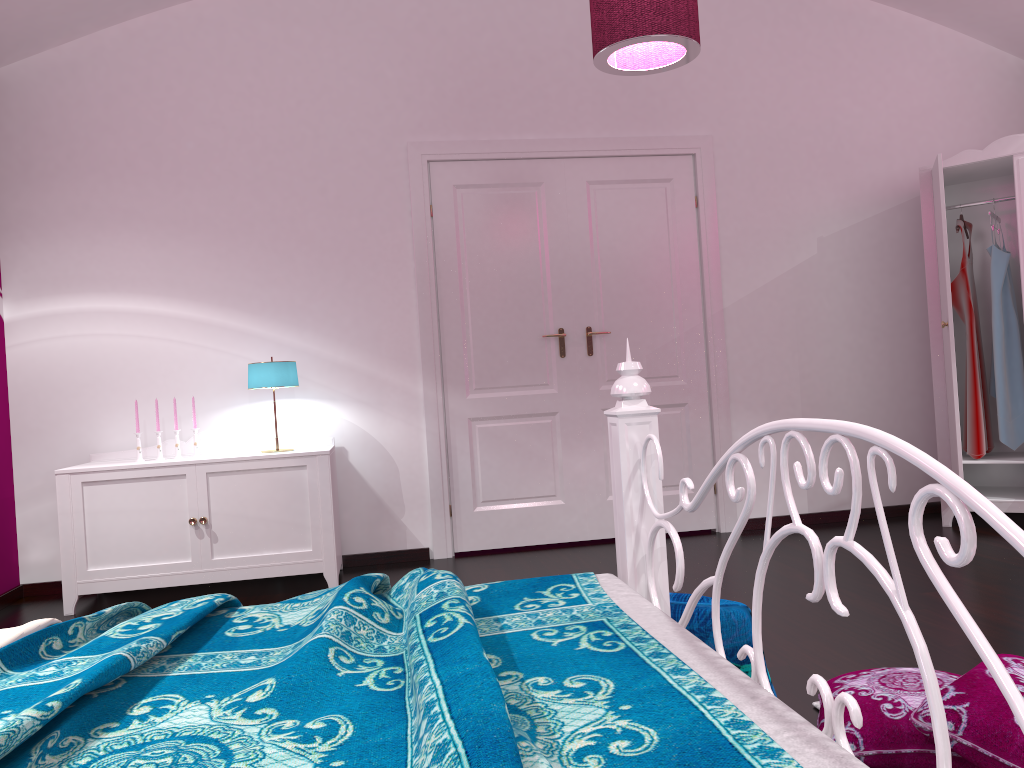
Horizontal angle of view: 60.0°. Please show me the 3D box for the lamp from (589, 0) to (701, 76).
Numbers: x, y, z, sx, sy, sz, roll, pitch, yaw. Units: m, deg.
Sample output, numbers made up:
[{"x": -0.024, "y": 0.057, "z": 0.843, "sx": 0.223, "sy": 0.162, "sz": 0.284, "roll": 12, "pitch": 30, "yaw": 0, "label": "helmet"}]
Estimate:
[{"x": 0.589, "y": -1.738, "z": 2.160, "sx": 0.377, "sy": 1.129, "sz": 2.377, "roll": -4, "pitch": 0, "yaw": -9, "label": "lamp"}]

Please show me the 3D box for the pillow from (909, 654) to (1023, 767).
[{"x": 1.038, "y": 0.656, "z": 1.670, "sx": 0.425, "sy": 0.224, "sz": 0.391, "roll": -3, "pitch": 0, "yaw": -40, "label": "pillow"}]

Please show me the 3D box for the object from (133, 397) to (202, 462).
[{"x": -1.575, "y": 0.201, "z": 4.046, "sx": 0.285, "sy": 0.284, "sz": 0.043, "roll": -4, "pitch": 0, "yaw": -20, "label": "object"}]

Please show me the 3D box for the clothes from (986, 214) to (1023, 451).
[{"x": 2.519, "y": -0.267, "z": 4.505, "sx": 0.180, "sy": 1.199, "sz": 0.191, "roll": -4, "pitch": 0, "yaw": 15, "label": "clothes"}]

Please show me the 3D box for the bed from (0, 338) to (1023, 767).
[{"x": -0.680, "y": 0.312, "z": 0.891, "sx": 2.317, "sy": 1.143, "sz": 2.167, "roll": -4, "pitch": 0, "yaw": -9, "label": "bed"}]

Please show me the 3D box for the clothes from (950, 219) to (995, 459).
[{"x": 2.349, "y": -0.242, "z": 4.600, "sx": 0.173, "sy": 1.237, "sz": 0.315, "roll": -4, "pitch": 0, "yaw": 39, "label": "clothes"}]

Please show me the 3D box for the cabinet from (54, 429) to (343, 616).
[{"x": -1.386, "y": 0.580, "z": 4.054, "sx": 1.142, "sy": 0.734, "sz": 0.506, "roll": -4, "pitch": 0, "yaw": -9, "label": "cabinet"}]

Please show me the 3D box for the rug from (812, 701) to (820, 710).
[{"x": 1.590, "y": 0.736, "z": 1.269, "sx": 1.400, "sy": 0.018, "sz": 2.100, "roll": -4, "pitch": 0, "yaw": -9, "label": "rug"}]

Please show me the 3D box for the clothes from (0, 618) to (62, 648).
[{"x": -1.024, "y": 0.596, "z": 1.253, "sx": 0.553, "sy": 0.376, "sz": 1.036, "roll": -4, "pitch": 0, "yaw": -14, "label": "clothes"}]

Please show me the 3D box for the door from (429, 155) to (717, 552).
[{"x": 0.337, "y": -0.182, "z": 4.628, "sx": 1.405, "sy": 2.001, "sz": 0.098, "roll": -4, "pitch": 0, "yaw": -9, "label": "door"}]

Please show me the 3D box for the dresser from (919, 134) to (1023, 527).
[{"x": 2.505, "y": -0.250, "z": 4.310, "sx": 0.842, "sy": 1.893, "sz": 0.875, "roll": -4, "pitch": 0, "yaw": 36, "label": "dresser"}]

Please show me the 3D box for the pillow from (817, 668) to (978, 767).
[{"x": 0.869, "y": 0.712, "z": 1.919, "sx": 0.429, "sy": 0.142, "sz": 0.400, "roll": -4, "pitch": 0, "yaw": 16, "label": "pillow"}]

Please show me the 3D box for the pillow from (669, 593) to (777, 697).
[{"x": 0.396, "y": 0.645, "z": 2.059, "sx": 0.402, "sy": 0.357, "sz": 0.264, "roll": -4, "pitch": 0, "yaw": 32, "label": "pillow"}]

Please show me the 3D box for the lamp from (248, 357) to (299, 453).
[{"x": -1.094, "y": 0.093, "z": 4.088, "sx": 0.229, "sy": 0.438, "sz": 0.229, "roll": -4, "pitch": 0, "yaw": 36, "label": "lamp"}]
